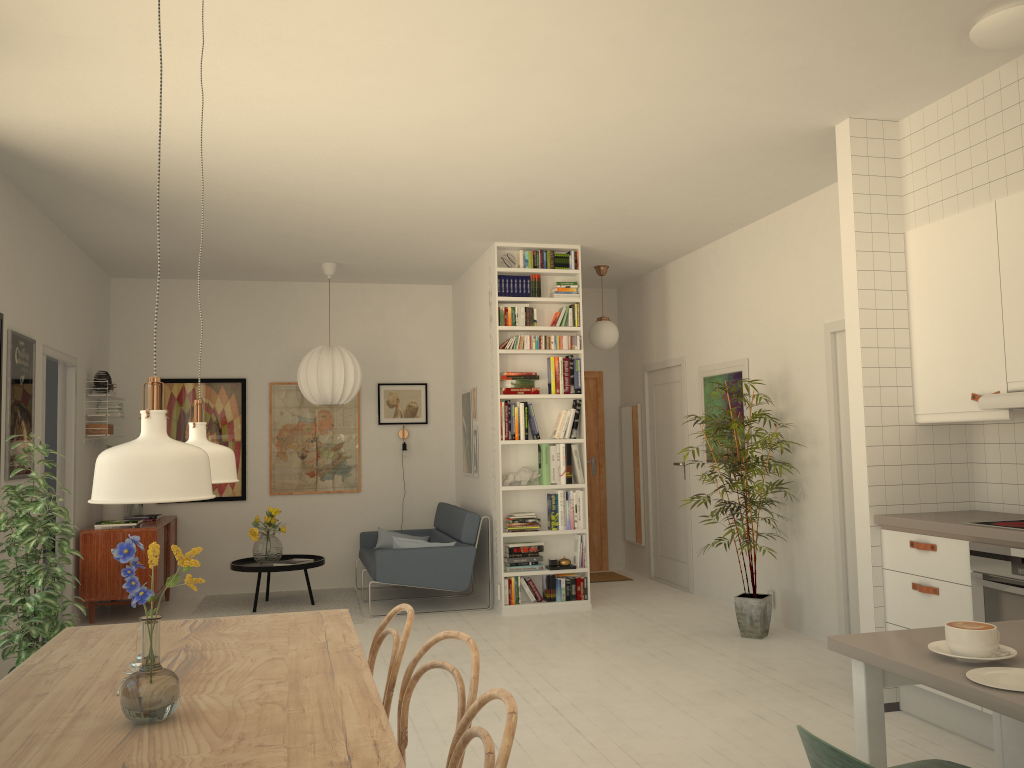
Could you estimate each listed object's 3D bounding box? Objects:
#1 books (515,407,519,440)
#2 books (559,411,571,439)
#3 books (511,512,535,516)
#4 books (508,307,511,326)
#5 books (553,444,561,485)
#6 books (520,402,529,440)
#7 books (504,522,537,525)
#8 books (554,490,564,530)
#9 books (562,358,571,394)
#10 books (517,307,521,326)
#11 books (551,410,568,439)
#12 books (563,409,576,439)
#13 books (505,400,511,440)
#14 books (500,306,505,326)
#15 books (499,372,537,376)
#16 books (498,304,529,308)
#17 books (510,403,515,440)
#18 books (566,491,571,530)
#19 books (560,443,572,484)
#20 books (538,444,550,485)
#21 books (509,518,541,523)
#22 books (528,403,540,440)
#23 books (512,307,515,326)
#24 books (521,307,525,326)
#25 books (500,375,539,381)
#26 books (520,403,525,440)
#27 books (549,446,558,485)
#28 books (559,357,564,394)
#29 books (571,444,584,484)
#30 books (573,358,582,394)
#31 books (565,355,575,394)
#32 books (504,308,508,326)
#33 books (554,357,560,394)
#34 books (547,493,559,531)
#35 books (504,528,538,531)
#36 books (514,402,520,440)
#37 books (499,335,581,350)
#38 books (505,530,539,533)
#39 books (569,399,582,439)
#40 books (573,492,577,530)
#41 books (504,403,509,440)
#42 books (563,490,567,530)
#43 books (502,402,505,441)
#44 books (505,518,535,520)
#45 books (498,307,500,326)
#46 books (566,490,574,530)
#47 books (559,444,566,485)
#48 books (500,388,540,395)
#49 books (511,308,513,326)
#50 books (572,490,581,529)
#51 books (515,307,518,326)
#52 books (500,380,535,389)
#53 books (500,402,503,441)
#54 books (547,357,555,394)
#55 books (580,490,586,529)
[{"bbox_3d":[0.014,0.319,7.035,0.024,0.260,0.199,0,-4,-14],"label":"books"},{"bbox_3d":[0.409,0.330,7.127,0.105,0.225,0.138,0,-4,-14],"label":"books"},{"bbox_3d":[0.082,1.025,6.984,0.166,0.019,0.127,0,-4,-21],"label":"books"},{"bbox_3d":[-0.040,-0.524,7.088,0.023,0.152,0.199,0,-4,-14],"label":"books"},{"bbox_3d":[0.341,0.643,7.123,0.023,0.321,0.235,0,-4,-14],"label":"books"},{"bbox_3d":[0.093,0.294,7.052,0.033,0.306,0.150,0,-4,-14],"label":"books"},{"bbox_3d":[0.065,1.094,6.973,0.238,0.012,0.120,0,-4,-19],"label":"books"},{"bbox_3d":[0.359,1.002,7.092,0.037,0.312,0.241,0,-4,-14],"label":"books"},{"bbox_3d":[0.417,-0.055,7.175,0.059,0.292,0.182,0,-4,-14],"label":"books"},{"bbox_3d":[0.030,-0.526,7.123,0.028,0.160,0.222,0,-4,-14],"label":"books"},{"bbox_3d":[0.377,0.327,7.111,0.115,0.232,0.133,0,-4,-14],"label":"books"},{"bbox_3d":[0.446,0.324,7.160,0.092,0.244,0.196,0,-4,-14],"label":"books"},{"bbox_3d":[-0.040,0.290,7.033,0.021,0.317,0.179,0,-4,-14],"label":"books"},{"bbox_3d":[-0.098,-0.526,7.076,0.034,0.162,0.197,0,-4,-14],"label":"books"},{"bbox_3d":[0.035,-0.073,7.091,0.266,0.026,0.203,0,-4,-25],"label":"books"},{"bbox_3d":[0.001,-0.615,7.120,0.255,0.022,0.189,-1,-4,-4],"label":"books"},{"bbox_3d":[-0.014,0.303,7.036,0.030,0.289,0.200,0,-4,-14],"label":"books"},{"bbox_3d":[0.430,1.007,7.069,0.035,0.304,0.150,0,-4,-14],"label":"books"},{"bbox_3d":[0.424,0.638,7.125,0.056,0.328,0.202,0,-4,-14],"label":"books"},{"bbox_3d":[0.245,0.640,7.076,0.056,0.328,0.228,0,-4,-14],"label":"books"},{"bbox_3d":[0.096,1.076,7.004,0.235,0.025,0.163,-1,-4,-8],"label":"books"},{"bbox_3d":[0.153,0.303,7.078,0.093,0.288,0.200,0,-4,-14],"label":"books"},{"bbox_3d":[-0.008,-0.525,7.113,0.024,0.155,0.188,0,-4,-14],"label":"books"},{"bbox_3d":[0.063,-0.524,7.123,0.035,0.158,0.199,0,-4,-14],"label":"books"},{"bbox_3d":[0.042,-0.044,7.098,0.314,0.035,0.205,0,-4,-14],"label":"books"},{"bbox_3d":[0.060,0.302,7.051,0.032,0.291,0.189,0,-4,-14],"label":"books"},{"bbox_3d":[0.303,0.650,7.094,0.065,0.311,0.199,0,-4,-14],"label":"books"},{"bbox_3d":[0.373,-0.059,7.171,0.029,0.301,0.185,0,-4,-14],"label":"books"},{"bbox_3d":[0.498,0.644,7.150,0.099,0.316,0.228,0,-4,-14],"label":"books"},{"bbox_3d":[0.508,-0.055,7.197,0.054,0.289,0.179,0,-4,-14],"label":"books"},{"bbox_3d":[0.461,-0.068,7.188,0.039,0.317,0.160,0,-4,-14],"label":"books"},{"bbox_3d":[-0.068,-0.521,7.086,0.030,0.149,0.201,0,-4,-14],"label":"books"},{"bbox_3d":[0.340,-0.059,7.168,0.039,0.302,0.199,0,-4,-14],"label":"books"},{"bbox_3d":[0.316,1.016,7.068,0.057,0.284,0.200,0,-4,-14],"label":"books"},{"bbox_3d":[0.065,1.139,6.972,0.247,0.014,0.172,0,-4,-15],"label":"books"},{"bbox_3d":[0.031,0.299,7.058,0.020,0.304,0.193,0,-4,-14],"label":"books"},{"bbox_3d":[0.197,-0.319,7.148,0.664,0.110,0.278,0,-4,-14],"label":"books"},{"bbox_3d":[0.070,1.151,6.975,0.247,0.009,0.170,-1,-4,-11],"label":"books"},{"bbox_3d":[0.498,0.286,7.168,0.092,0.319,0.179,0,-4,-14],"label":"books"},{"bbox_3d":[0.478,1.010,7.100,0.022,0.291,0.208,0,-4,-14],"label":"books"},{"bbox_3d":[-0.065,0.303,7.025,0.032,0.291,0.203,0,-4,-14],"label":"books"},{"bbox_3d":[0.389,1.003,7.102,0.027,0.311,0.228,0,-4,-14],"label":"books"},{"bbox_3d":[-0.091,0.299,7.027,0.015,0.301,0.207,0,-4,-14],"label":"books"},{"bbox_3d":[0.055,1.058,6.988,0.221,0.010,0.169,-1,-4,-11],"label":"books"},{"bbox_3d":[-0.131,-0.522,7.093,0.019,0.156,0.205,0,-4,-14],"label":"books"},{"bbox_3d":[0.451,1.004,7.108,0.025,0.306,0.213,0,-4,-14],"label":"books"},{"bbox_3d":[0.376,0.641,7.117,0.037,0.324,0.240,0,-4,-14],"label":"books"},{"bbox_3d":[0.049,0.065,7.069,0.301,0.056,0.201,0,-4,-14],"label":"books"},{"bbox_3d":[-0.026,-0.522,7.107,0.013,0.149,0.208,0,-4,-14],"label":"books"},{"bbox_3d":[0.510,1.002,7.098,0.037,0.308,0.161,0,-4,-14],"label":"books"},{"bbox_3d":[0.014,-0.525,7.102,0.012,0.155,0.208,0,-4,-14],"label":"books"},{"bbox_3d":[0.044,0.007,7.082,0.268,0.064,0.128,2,-5,-44],"label":"books"},{"bbox_3d":[-0.110,0.299,7.028,0.021,0.302,0.222,0,-4,-14],"label":"books"},{"bbox_3d":[0.304,-0.061,7.166,0.032,0.300,0.200,0,-4,-14],"label":"books"},{"bbox_3d":[0.537,1.006,7.136,0.039,0.303,0.229,0,-4,-14],"label":"books"}]
